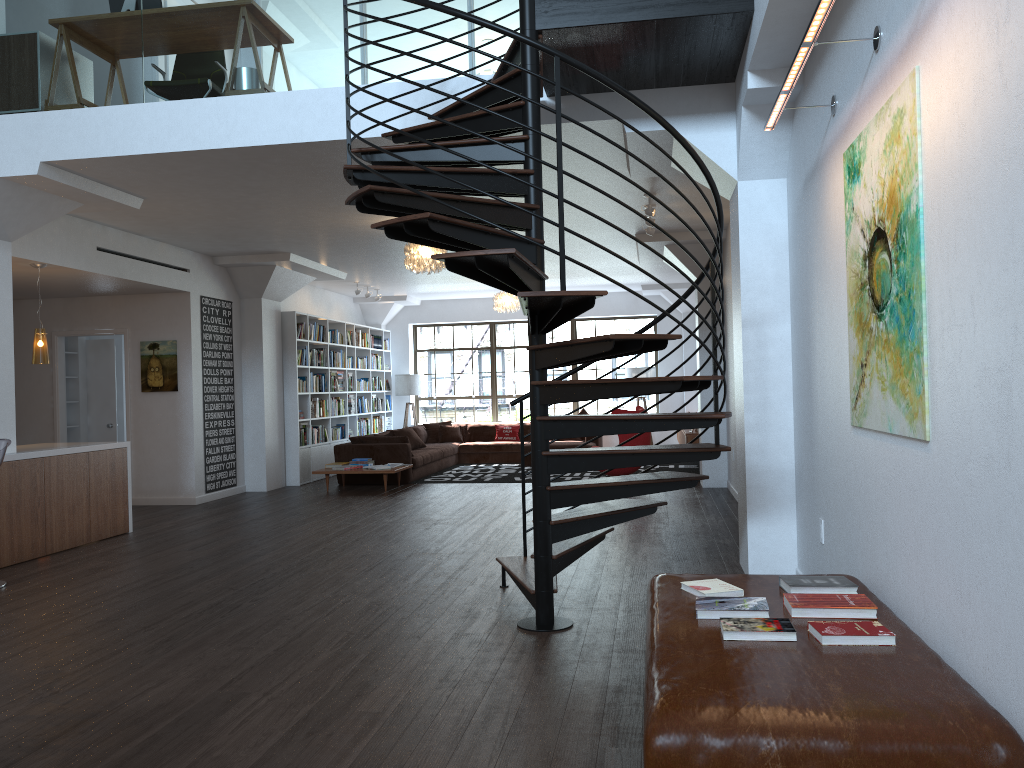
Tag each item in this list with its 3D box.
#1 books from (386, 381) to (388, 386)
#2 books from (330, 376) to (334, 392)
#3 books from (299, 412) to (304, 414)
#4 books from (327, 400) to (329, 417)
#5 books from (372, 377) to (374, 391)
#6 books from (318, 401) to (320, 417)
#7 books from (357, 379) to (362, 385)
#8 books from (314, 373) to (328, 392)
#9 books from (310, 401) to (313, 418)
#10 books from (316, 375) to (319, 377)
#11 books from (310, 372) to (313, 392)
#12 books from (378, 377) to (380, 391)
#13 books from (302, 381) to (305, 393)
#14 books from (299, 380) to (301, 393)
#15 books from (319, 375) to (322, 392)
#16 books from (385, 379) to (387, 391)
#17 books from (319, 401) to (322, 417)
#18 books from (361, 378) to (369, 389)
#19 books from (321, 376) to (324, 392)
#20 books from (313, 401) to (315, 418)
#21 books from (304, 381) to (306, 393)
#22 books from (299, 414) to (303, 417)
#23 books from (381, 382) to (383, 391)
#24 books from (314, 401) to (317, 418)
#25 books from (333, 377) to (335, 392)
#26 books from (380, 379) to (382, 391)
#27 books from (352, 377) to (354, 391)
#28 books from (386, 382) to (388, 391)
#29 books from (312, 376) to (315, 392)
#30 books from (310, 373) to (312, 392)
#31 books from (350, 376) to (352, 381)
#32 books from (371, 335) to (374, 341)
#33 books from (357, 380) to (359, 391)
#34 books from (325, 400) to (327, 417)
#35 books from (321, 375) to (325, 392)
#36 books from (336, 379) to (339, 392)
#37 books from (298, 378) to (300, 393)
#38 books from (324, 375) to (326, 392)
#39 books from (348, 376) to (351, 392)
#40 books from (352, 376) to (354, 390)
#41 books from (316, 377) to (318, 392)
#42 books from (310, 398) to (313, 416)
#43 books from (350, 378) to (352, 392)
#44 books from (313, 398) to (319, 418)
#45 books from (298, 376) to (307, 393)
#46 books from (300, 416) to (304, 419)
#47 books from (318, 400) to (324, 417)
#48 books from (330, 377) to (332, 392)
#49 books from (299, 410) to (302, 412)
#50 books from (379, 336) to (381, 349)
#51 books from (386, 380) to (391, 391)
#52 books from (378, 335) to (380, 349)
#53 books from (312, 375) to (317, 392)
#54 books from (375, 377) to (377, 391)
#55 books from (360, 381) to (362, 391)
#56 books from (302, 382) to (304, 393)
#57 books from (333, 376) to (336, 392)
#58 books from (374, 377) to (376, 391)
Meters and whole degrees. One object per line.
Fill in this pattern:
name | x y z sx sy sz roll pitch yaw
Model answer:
books | -2.416 0.016 16.538 0.182 0.226 0.173 -2 0 9
books | -2.845 0.004 13.688 0.174 0.240 0.054 -2 0 9
books | -3.059 0.413 12.490 0.174 0.032 0.254 -2 0 4
books | -2.876 0.370 13.451 0.183 0.253 0.034 -2 0 9
books | -2.529 0.007 15.683 0.174 0.240 0.054 -2 0 9
books | -2.947 0.377 13.155 0.174 0.240 0.045 -2 0 9
books | -2.619 0.023 15.079 0.140 0.206 0.042 -2 0 9
books | -2.893 -0.020 13.419 0.176 0.294 0.102 -2 0 9
books | -2.981 0.373 12.811 0.189 0.247 0.057 -2 0 9
books | -2.952 -0.001 13.154 0.182 0.253 0.034 -2 0 9
books | -2.983 -0.021 12.864 0.176 0.290 0.053 -2 0 9
books | -2.480 0.000 16.031 0.183 0.253 0.042 -2 0 9
books | -3.002 0.041 12.582 0.120 0.167 0.020 -2 0 9
books | -3.030 0.035 12.436 0.128 0.178 0.022 -2 0 9
books | -2.925 -0.002 13.184 0.182 0.253 0.034 -2 0 9
books | -2.410 0.018 16.434 0.161 0.218 0.101 -2 0 9
books | -2.917 0.374 13.202 0.171 0.246 0.057 -2 0 9
books | -2.560 0.010 15.443 0.140 0.231 0.042 -2 0 9
books | -2.907 0.005 13.283 0.174 0.239 0.045 -2 0 9
books | -2.963 0.376 12.950 0.159 0.241 0.038 -2 0 9
books | -2.991 0.043 12.607 0.106 0.162 0.032 -2 0 9
books | -3.055 0.446 12.495 0.197 0.033 0.284 -1 0 -16
books | -2.450 0.024 16.175 0.161 0.207 0.135 -2 0 8
books | -2.953 0.374 12.996 0.171 0.246 0.057 -2 0 9
books | -2.829 0.013 13.762 0.161 0.223 0.032 -2 0 9
books | -2.467 0.010 16.120 0.174 0.236 0.142 -2 0 8
books | -2.702 0.003 14.632 0.171 0.246 0.036 -2 0 9
books | -2.408 0.023 16.500 0.167 0.210 0.162 -2 0 9
books | -2.965 0.004 12.939 0.174 0.239 0.045 -2 0 9
books | -2.997 -0.017 12.805 0.197 0.283 0.065 -2 0 9
books | -2.717 0.002 14.565 0.183 0.253 0.039 -2 0 9
books | -2.553 -0.750 15.800 0.183 0.253 0.042 -2 0 9
books | -2.648 0.034 14.901 0.134 0.184 0.029 -2 0 9
books | -2.883 0.372 13.422 0.160 0.250 0.026 -2 0 9
books | -2.908 -0.002 13.323 0.182 0.253 0.034 -2 0 9
books | -2.807 0.022 13.918 0.161 0.207 0.135 -2 0 8
books | -3.040 0.024 12.416 0.127 0.200 0.020 -2 0 9
books | -2.892 -0.002 13.355 0.182 0.253 0.034 -2 0 9
books | -2.723 0.000 14.459 0.174 0.251 0.051 -2 0 9
books | -2.699 0.001 14.669 0.160 0.251 0.036 -2 0 9
books | -2.943 0.013 13.056 0.161 0.223 0.027 -2 0 9
books | -2.957 0.347 12.859 0.140 0.298 0.044 -2 0 9
books | -2.707 0.014 14.528 0.161 0.223 0.030 -2 0 9
books | -2.943 0.352 13.078 0.176 0.290 0.053 -2 0 9
books | -3.000 0.009 12.668 0.140 0.231 0.042 -2 0 9
books | -3.054 0.480 12.495 0.197 0.035 0.284 -2 0 -1
books | -2.907 0.370 13.284 0.183 0.253 0.034 -2 0 9
books | -2.853 0.013 13.645 0.161 0.223 0.032 -2 0 9
books | -3.058 0.385 12.495 0.144 0.025 0.204 -2 0 -1
books | -2.488 -0.750 16.143 0.183 0.253 0.042 -2 0 9
books | -2.385 0.020 16.588 0.182 0.215 0.188 -2 0 9
books | -2.495 -0.750 16.100 0.183 0.253 0.042 -2 0 9
books | -2.955 -0.001 13.031 0.159 0.250 0.026 -2 0 9
books | -2.507 0.004 15.868 0.171 0.246 0.039 -2 0 9
books | -2.606 0.042 15.042 0.107 0.167 0.016 -2 0 9
books | -3.005 0.047 12.544 0.110 0.153 0.019 -2 0 9
books | -2.838 -0.002 13.801 0.183 0.253 0.042 -2 0 9
books | -2.522 0.000 15.796 0.183 0.253 0.042 -2 0 9
